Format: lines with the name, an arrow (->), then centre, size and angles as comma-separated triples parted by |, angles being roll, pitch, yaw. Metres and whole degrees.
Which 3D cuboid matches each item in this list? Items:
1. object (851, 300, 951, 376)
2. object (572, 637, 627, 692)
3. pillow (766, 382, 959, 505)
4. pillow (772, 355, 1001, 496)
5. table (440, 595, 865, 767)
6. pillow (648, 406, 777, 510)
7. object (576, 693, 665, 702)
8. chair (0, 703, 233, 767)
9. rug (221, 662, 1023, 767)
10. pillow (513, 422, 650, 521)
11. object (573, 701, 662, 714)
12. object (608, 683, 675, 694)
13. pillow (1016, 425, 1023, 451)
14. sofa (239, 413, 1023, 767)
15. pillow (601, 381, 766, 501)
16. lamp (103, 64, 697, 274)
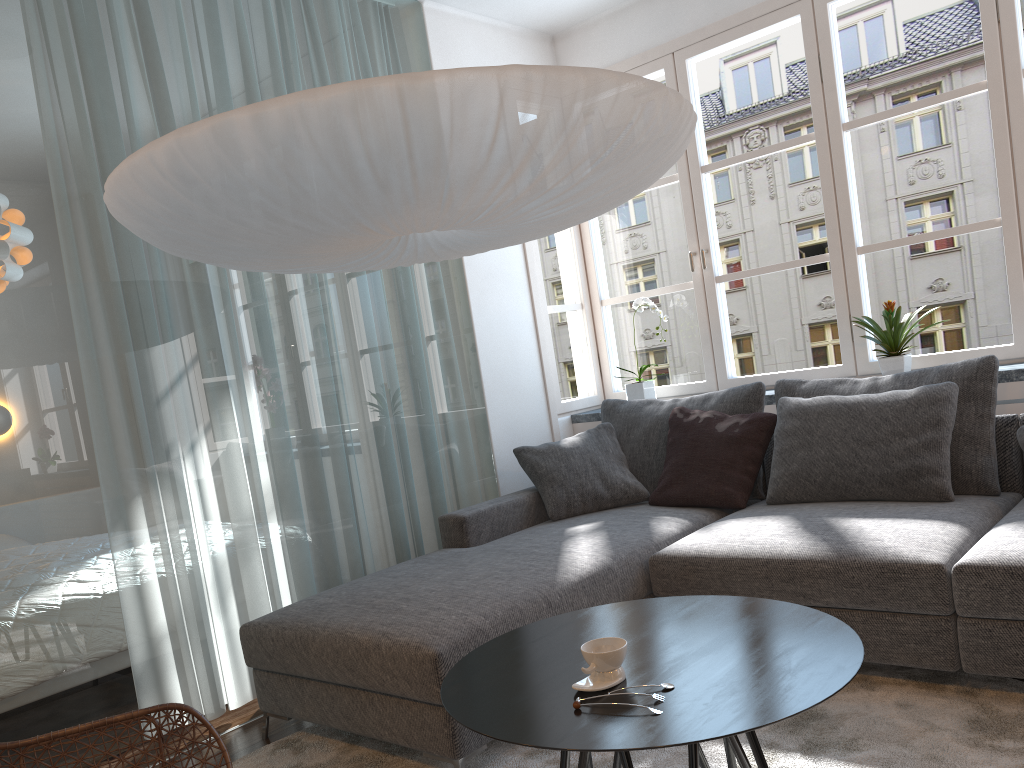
object -> 1.594, -0.187, 3.639 | 0.377, 0.330, 0.320 | -8, 3, 17
object -> 0.165, 0.544, 1.707 | 0.138, 0.069, 0.092 | -10, 3, -36
pillow -> 1.266, 0.227, 3.229 | 0.669, 0.399, 0.289 | -7, 4, 41
pillow -> 1.366, 0.184, 3.322 | 0.842, 0.477, 0.274 | -7, 4, 42
table -> 0.309, 0.794, 1.841 | 0.850, 0.475, 0.840 | -7, 3, 44
pillow -> 0.803, 0.293, 3.611 | 0.523, 0.405, 0.308 | -6, 4, 43
object -> 0.195, 0.568, 1.604 | 0.164, 0.016, 0.025 | -9, 2, 17
chair -> -0.911, 0.857, 1.694 | 0.683, 0.713, 0.717 | -10, 3, -16
rug -> 0.185, 1.048, 1.877 | 2.847, 0.012, 2.816 | -9, 1, 21
pillow -> 0.297, 0.380, 3.876 | 0.514, 0.361, 0.345 | -9, 3, -9
object -> 0.184, 0.571, 1.563 | 0.168, 0.015, 0.014 | -8, 3, 29
object -> 0.239, 0.564, 1.640 | 0.124, 0.010, 0.026 | -9, 2, 8
pillow -> 1.802, 0.190, 2.614 | 0.494, 0.323, 0.440 | -8, 3, 23
sofa -> 0.884, 0.591, 2.668 | 3.079, 0.675, 2.023 | -8, 2, 42
pillow -> 0.711, 0.278, 3.894 | 0.839, 0.480, 0.273 | -7, 4, 42
lamp -> -0.253, -0.458, 2.305 | 1.466, 0.211, 1.468 | -9, 1, -12
